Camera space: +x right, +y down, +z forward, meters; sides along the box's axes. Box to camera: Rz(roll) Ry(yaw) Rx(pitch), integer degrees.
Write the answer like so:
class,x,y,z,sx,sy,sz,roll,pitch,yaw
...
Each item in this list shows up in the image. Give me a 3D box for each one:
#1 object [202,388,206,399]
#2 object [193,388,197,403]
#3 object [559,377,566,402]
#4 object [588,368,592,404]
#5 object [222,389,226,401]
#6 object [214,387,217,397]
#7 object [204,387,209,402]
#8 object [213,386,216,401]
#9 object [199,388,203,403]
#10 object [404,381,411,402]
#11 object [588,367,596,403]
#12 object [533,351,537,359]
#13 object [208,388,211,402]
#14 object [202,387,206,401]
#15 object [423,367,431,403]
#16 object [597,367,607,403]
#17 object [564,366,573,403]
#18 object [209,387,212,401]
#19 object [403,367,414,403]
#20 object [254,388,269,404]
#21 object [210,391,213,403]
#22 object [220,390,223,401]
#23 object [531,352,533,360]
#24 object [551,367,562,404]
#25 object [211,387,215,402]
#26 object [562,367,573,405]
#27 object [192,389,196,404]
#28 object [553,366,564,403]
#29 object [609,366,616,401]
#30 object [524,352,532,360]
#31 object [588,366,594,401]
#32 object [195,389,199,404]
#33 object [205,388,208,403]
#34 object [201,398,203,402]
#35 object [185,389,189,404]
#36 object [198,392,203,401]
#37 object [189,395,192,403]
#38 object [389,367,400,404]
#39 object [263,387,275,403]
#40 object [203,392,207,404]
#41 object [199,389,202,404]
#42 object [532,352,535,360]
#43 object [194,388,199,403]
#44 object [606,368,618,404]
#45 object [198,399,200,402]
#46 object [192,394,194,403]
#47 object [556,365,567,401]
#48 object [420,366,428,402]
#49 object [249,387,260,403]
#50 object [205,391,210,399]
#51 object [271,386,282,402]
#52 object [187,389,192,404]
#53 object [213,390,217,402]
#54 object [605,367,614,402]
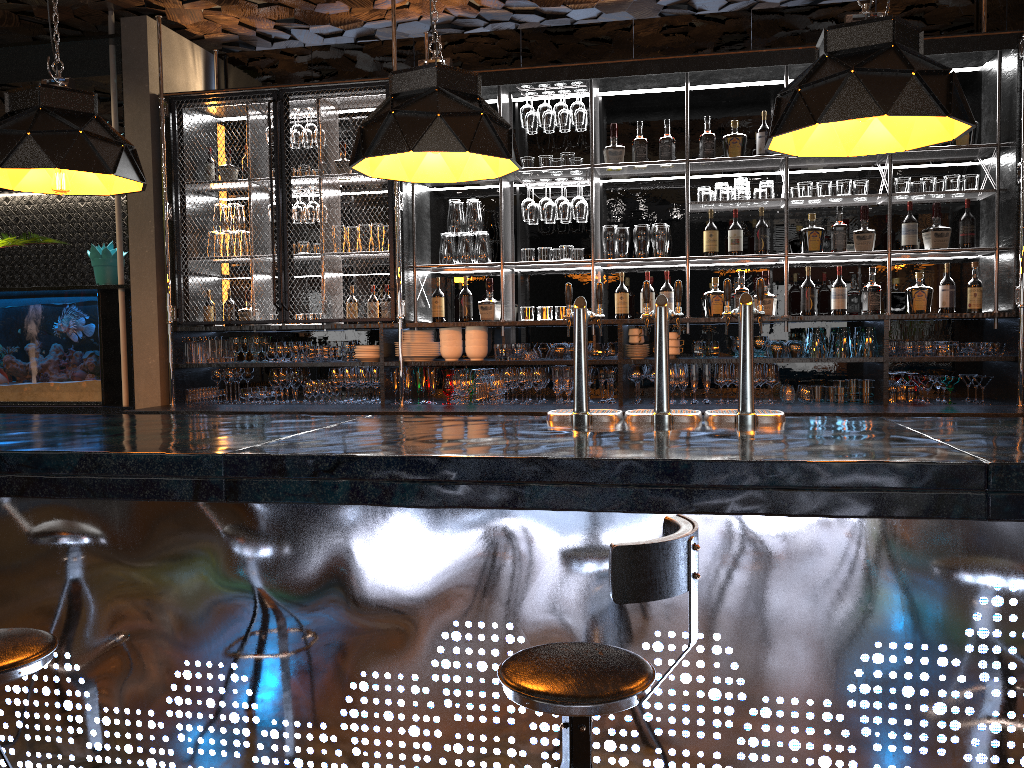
class,x,y,z,sx,sy,sz,roll,pitch,yaw
object,-2.072,0.079,5.965,0.031,0.098,0.031,-2,4,-28
object,-2.147,0.078,6.012,0.028,0.097,0.028,0,3,9
object,0.311,-0.002,5.616,0.071,0.226,0.071,-2,3,-17
object,0.441,0.012,5.400,0.092,0.218,0.092,-3,4,-28
object,-1.990,0.078,6.147,0.034,0.080,0.034,0,3,21
object,-2.046,0.071,6.111,0.031,0.098,0.031,-3,4,-32
object,-2.093,0.073,6.086,0.033,0.101,0.033,-1,3,-5
object,-2.074,0.068,6.165,0.033,0.101,0.033,-2,3,-24
object,-2.108,0.078,6.003,0.033,0.101,0.033,-1,3,-7
object,-0.690,0.003,5.764,0.073,0.229,0.073,-1,3,0
object,0.478,0.006,5.503,0.092,0.218,0.092,-3,4,-28
object,0.139,-0.184,5.675,0.044,0.048,0.049,-4,4,-42
object,-2.059,0.075,6.038,0.031,0.098,0.031,1,4,33
object,-2.124,0.072,6.115,0.028,0.097,0.028,-2,3,-15
object,-0.534,0.005,5.675,0.073,0.229,0.073,-1,3,0
object,0.554,0.009,5.434,0.071,0.217,0.071,0,3,19
object,0.354,0.005,5.468,0.071,0.226,0.071,-2,3,-17
object,-2.082,0.070,6.129,0.033,0.101,0.033,2,4,41
object,-0.666,0.007,5.682,0.073,0.229,0.073,-1,3,0
object,-1.631,0.079,5.782,0.093,0.101,0.093,-2,3,-26
object,-2.027,0.088,5.971,0.034,0.080,0.034,0,3,20
object,-2.000,0.080,6.102,0.034,0.080,0.034,0,3,21
object,0.105,-0.175,5.520,0.044,0.048,0.049,2,4,43
object,0.274,0.008,5.442,0.071,0.226,0.071,-2,3,-17
object,-2.051,0.073,6.073,0.031,0.098,0.031,2,4,43
object,0.338,0.010,5.389,0.071,0.226,0.071,-2,3,-17
object,-2.123,0.082,5.923,0.033,0.101,0.033,-1,3,-8
object,0.289,0.003,5.525,0.071,0.226,0.071,-2,3,-17
object,0.626,-0.001,5.586,0.071,0.217,0.071,0,3,19
object,0.096,-0.172,5.465,0.044,0.048,0.049,-3,4,-36
object,0.475,-0.002,5.640,0.092,0.218,0.092,-3,4,-28
object,-2.090,0.084,5.889,0.031,0.098,0.031,-3,4,-40
object,-2.068,0.077,5.999,0.031,0.098,0.031,-3,4,-34
object,-2.132,0.074,6.080,0.028,0.097,0.028,-4,4,-44
object,-2.167,0.084,5.915,0.028,0.097,0.028,-1,3,1
object,-2.050,0.095,5.840,0.034,0.080,0.034,1,3,25
object,-2.159,0.082,5.947,0.028,0.097,0.028,-3,4,-29
object,-0.739,0.011,5.625,0.073,0.229,0.073,-1,3,0
object,-1.616,0.073,5.887,0.093,0.101,0.093,1,4,32
object,-2.042,0.093,5.883,0.034,0.080,0.034,-2,3,-24
object,-2.084,0.082,5.926,0.031,0.098,0.031,-2,3,-15
object,0.123,-0.178,5.568,0.049,0.048,0.044,-1,3,-1
object,-2.116,0.080,5.960,0.033,0.101,0.033,-1,3,2
object,0.608,0.010,5.384,0.071,0.217,0.071,0,3,19
object,-2.142,0.076,6.049,0.028,0.097,0.028,1,4,36
object,-2.153,0.080,5.980,0.028,0.097,0.028,1,4,36
object,0.316,-0.007,5.695,0.071,0.226,0.071,-2,3,-17
object,-0.575,0.002,5.749,0.073,0.229,0.073,-1,3,0
object,-1.717,0.073,5.906,0.093,0.101,0.093,-2,4,-28
object,-2.034,0.090,5.931,0.034,0.080,0.034,-2,3,-22
object,-1.592,0.067,5.986,0.093,0.101,0.093,1,3,26
object,-2.133,0.085,5.879,0.033,0.101,0.033,1,4,35
object,-2.014,0.085,6.018,0.034,0.080,0.034,-1,3,-6
object,0.599,0.004,5.510,0.071,0.217,0.071,0,3,19
